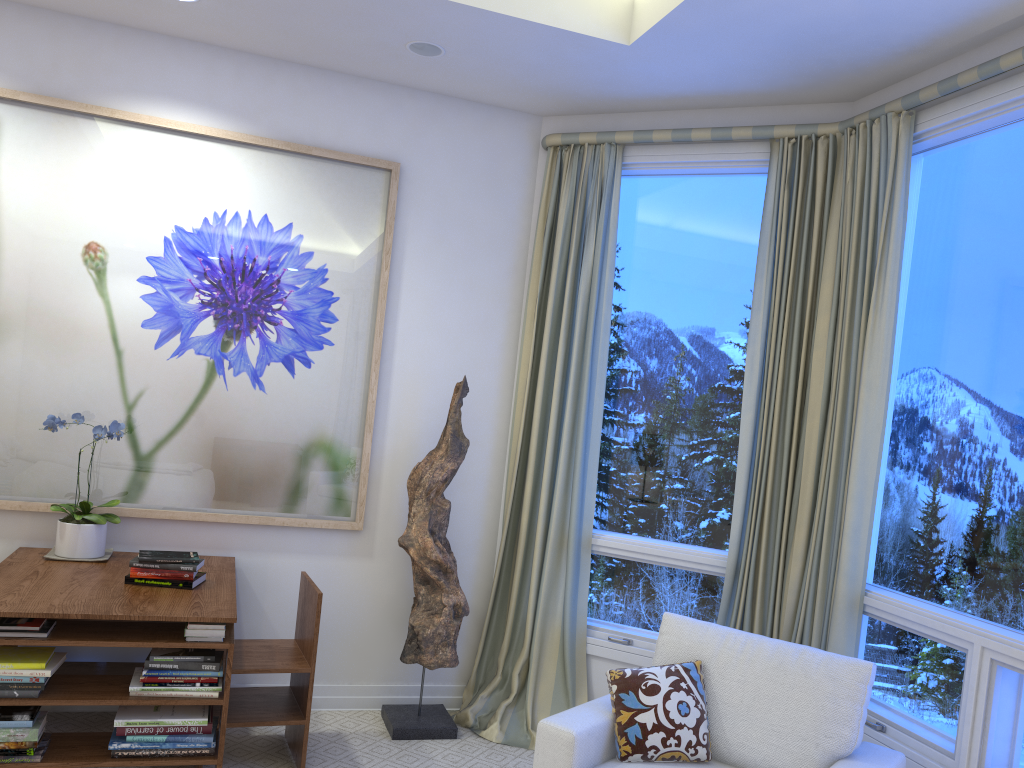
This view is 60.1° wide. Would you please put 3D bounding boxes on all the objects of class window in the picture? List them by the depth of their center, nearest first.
[{"bbox_3d":[1.510,0.118,0.652,0.815,2.027,6.831,6,-1,-18],"label":"window"},{"bbox_3d":[1.452,0.154,2.364,0.206,2.029,1.509,6,1,-18],"label":"window"}]

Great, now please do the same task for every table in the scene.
[{"bbox_3d":[-1.310,0.927,2.869,0.741,0.601,0.898,6,0,-18],"label":"table"}]

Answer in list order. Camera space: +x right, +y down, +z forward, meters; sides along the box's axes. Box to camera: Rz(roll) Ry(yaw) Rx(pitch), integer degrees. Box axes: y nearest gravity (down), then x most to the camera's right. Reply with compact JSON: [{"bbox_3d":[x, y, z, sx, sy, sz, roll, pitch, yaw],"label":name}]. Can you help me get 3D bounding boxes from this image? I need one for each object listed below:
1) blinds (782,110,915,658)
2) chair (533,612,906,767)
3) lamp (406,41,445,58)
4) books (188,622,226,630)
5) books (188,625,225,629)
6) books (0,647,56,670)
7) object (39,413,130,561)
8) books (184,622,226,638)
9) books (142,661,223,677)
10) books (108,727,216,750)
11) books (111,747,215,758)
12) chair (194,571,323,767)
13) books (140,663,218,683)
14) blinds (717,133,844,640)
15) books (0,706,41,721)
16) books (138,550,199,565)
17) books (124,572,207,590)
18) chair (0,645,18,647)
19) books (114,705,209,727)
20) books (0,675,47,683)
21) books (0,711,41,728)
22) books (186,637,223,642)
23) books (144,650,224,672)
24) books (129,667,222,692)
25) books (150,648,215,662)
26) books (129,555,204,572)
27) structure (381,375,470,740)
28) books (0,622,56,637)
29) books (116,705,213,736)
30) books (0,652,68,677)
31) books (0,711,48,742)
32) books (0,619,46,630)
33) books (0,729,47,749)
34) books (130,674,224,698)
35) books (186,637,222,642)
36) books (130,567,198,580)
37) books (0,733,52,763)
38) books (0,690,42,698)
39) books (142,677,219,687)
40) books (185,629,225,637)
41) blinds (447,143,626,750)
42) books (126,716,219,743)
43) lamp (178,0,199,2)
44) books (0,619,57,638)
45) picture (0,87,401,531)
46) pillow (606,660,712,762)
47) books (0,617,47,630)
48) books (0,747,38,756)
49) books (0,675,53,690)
[{"bbox_3d":[1.015,0.291,2.969,0.267,2.371,0.523,5,2,-25],"label":"blinds"},{"bbox_3d":[0.567,1.065,2.429,0.804,0.707,0.689,6,0,37],"label":"chair"},{"bbox_3d":[-0.304,-1.166,3.102,0.137,0.014,0.137,5,-2,44],"label":"lamp"},{"bbox_3d":[-0.897,0.696,2.606,0.103,0.013,0.142,7,-1,-18],"label":"books"},{"bbox_3d":[-0.897,0.696,2.606,0.100,0.012,0.140,7,-1,-18],"label":"books"},{"bbox_3d":[-1.403,0.761,2.461,0.218,0.019,0.156,7,-1,-18],"label":"books"},{"bbox_3d":[-1.511,0.356,3.105,0.305,0.505,0.215,6,1,-18],"label":"object"},{"bbox_3d":[-0.903,0.714,2.611,0.112,0.022,0.153,7,-1,-18],"label":"books"},{"bbox_3d":[-0.966,0.834,2.611,0.218,0.017,0.137,7,-1,-18],"label":"books"},{"bbox_3d":[-1.020,1.028,2.603,0.285,0.018,0.181,7,-1,-18],"label":"books"},{"bbox_3d":[-1.022,1.050,2.617,0.277,0.032,0.192,7,-1,-18],"label":"books"},{"bbox_3d":[-0.877,0.972,3.017,0.341,0.611,0.339,6,1,-23],"label":"chair"},{"bbox_3d":[-0.975,0.848,2.605,0.209,0.015,0.145,7,-1,-18],"label":"books"},{"bbox_3d":[0.915,0.282,3.133,0.523,2.374,0.270,7,2,26],"label":"blinds"},{"bbox_3d":[-1.417,0.902,2.442,0.198,0.017,0.113,7,-1,-18],"label":"books"},{"bbox_3d":[-1.113,0.562,2.872,0.180,0.019,0.125,7,-1,-23],"label":"books"},{"bbox_3d":[-1.124,0.632,2.883,0.212,0.027,0.154,6,-1,-3],"label":"books"},{"bbox_3d":[-1.803,0.865,2.740,0.340,0.611,0.340,6,1,7],"label":"chair"},{"bbox_3d":[-1.024,0.963,2.603,0.249,0.022,0.179,7,-1,-18],"label":"books"},{"bbox_3d":[-1.407,0.796,2.460,0.222,0.020,0.154,7,-1,-18],"label":"books"},{"bbox_3d":[-1.425,0.917,2.442,0.205,0.019,0.118,7,-1,-18],"label":"books"},{"bbox_3d":[-0.903,0.731,2.607,0.101,0.012,0.140,7,-1,-18],"label":"books"},{"bbox_3d":[-0.963,0.814,2.611,0.205,0.026,0.124,6,-1,-13],"label":"books"},{"bbox_3d":[-0.987,0.872,2.614,0.249,0.015,0.179,7,-1,-18],"label":"books"},{"bbox_3d":[-0.967,0.792,2.607,0.177,0.017,0.113,7,-1,-18],"label":"books"},{"bbox_3d":[-1.117,0.581,2.874,0.205,0.020,0.124,6,-1,-8],"label":"books"},{"bbox_3d":[-0.298,0.653,3.452,0.306,1.395,0.263,6,2,-17],"label":"structure"},{"bbox_3d":[-1.385,0.675,2.456,0.201,0.014,0.136,7,-1,-18],"label":"books"},{"bbox_3d":[-1.016,0.989,2.607,0.257,0.034,0.155,7,-1,-18],"label":"books"},{"bbox_3d":[-1.394,0.779,2.473,0.240,0.019,0.172,6,-1,-13],"label":"books"},{"bbox_3d":[-1.410,0.945,2.445,0.208,0.036,0.144,7,-1,-18],"label":"books"},{"bbox_3d":[-1.398,0.662,2.457,0.174,0.008,0.111,7,-1,-18],"label":"books"},{"bbox_3d":[-1.425,0.970,2.443,0.233,0.023,0.141,7,-1,-18],"label":"books"},{"bbox_3d":[-0.982,0.887,2.611,0.240,0.017,0.172,6,-1,-13],"label":"books"},{"bbox_3d":[-0.903,0.731,2.606,0.103,0.013,0.142,7,-1,-18],"label":"books"},{"bbox_3d":[-1.125,0.604,2.873,0.190,0.031,0.131,6,-1,-13],"label":"books"},{"bbox_3d":[-1.425,1.010,2.456,0.243,0.019,0.168,7,-1,-18],"label":"books"},{"bbox_3d":[-1.418,0.834,2.454,0.217,0.020,0.156,7,-1,-18],"label":"books"},{"bbox_3d":[-0.970,0.862,2.605,0.205,0.011,0.148,7,-1,-18],"label":"books"},{"bbox_3d":[-0.903,0.714,2.611,0.108,0.020,0.150,7,-1,-18],"label":"books"},{"bbox_3d":[0.110,0.202,3.499,0.641,2.377,0.295,7,2,23],"label":"blinds"},{"bbox_3d":[-0.994,1.015,2.608,0.234,0.018,0.169,6,-1,-13],"label":"books"},{"bbox_3d":[-1.075,-1.255,2.851,0.137,0.014,0.137,5,-2,44],"label":"lamp"},{"bbox_3d":[-1.386,0.675,2.456,0.201,0.015,0.139,7,-1,-18],"label":"books"},{"bbox_3d":[-1.316,-0.235,3.262,1.683,1.462,0.030,6,2,-18],"label":"picture"},{"bbox_3d":[0.419,0.922,2.521,0.285,0.272,0.187,6,1,-9],"label":"pillow"},{"bbox_3d":[-1.398,0.662,2.457,0.177,0.009,0.113,7,-1,-18],"label":"books"},{"bbox_3d":[-1.428,0.990,2.450,0.218,0.021,0.156,7,-1,-18],"label":"books"},{"bbox_3d":[-1.411,0.815,2.453,0.235,0.019,0.143,7,-1,-18],"label":"books"}]
